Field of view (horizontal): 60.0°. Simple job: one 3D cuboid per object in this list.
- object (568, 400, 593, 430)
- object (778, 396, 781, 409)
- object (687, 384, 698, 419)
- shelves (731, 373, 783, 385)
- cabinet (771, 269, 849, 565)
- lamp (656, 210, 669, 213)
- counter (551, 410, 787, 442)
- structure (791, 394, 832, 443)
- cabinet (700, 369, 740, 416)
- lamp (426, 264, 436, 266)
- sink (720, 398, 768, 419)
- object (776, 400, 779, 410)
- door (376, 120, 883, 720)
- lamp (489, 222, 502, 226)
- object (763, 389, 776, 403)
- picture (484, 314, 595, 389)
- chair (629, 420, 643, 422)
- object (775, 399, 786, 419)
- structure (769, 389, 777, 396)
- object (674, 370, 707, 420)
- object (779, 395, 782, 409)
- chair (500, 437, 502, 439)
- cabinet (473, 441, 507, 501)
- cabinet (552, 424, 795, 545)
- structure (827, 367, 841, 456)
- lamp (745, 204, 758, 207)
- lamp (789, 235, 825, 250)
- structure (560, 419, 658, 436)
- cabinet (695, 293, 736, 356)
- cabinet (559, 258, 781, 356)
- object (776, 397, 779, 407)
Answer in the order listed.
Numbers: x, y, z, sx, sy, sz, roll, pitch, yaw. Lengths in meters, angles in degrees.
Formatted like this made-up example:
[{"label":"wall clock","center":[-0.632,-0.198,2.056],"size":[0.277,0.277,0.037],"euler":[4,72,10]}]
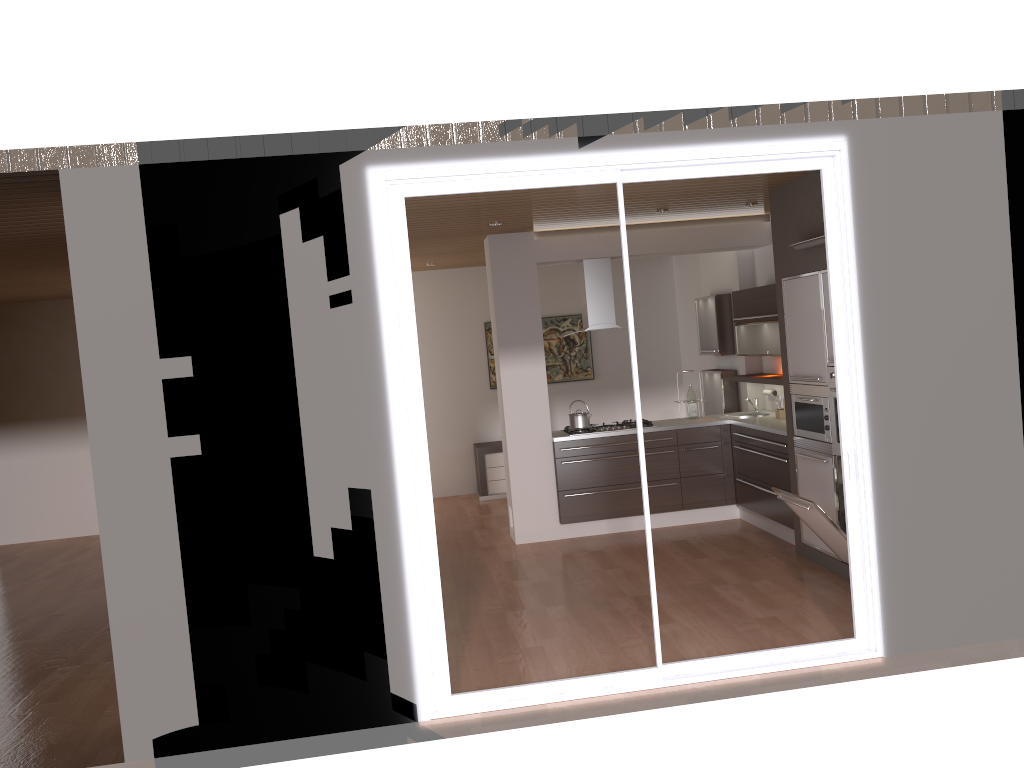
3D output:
[{"label":"object","center":[0.595,0.266,7.868],"size":[0.221,0.251,0.221],"euler":[-6,3,-14]},{"label":"object","center":[2.298,0.197,7.594],"size":[0.023,0.196,0.018],"euler":[-5,3,-5]},{"label":"object","center":[1.666,0.163,8.217],"size":[0.091,0.319,0.091],"euler":[-4,3,28]},{"label":"shelves","center":[2.355,-0.035,7.552],"size":[0.313,0.050,1.850],"euler":[-5,3,-7]},{"label":"cabinet","center":[2.226,0.225,5.605],"size":[1.047,1.948,1.796],"euler":[-5,3,-7]},{"label":"lamp","center":[1.206,-1.405,7.117],"size":[0.102,0.055,0.102],"euler":[-7,3,-35]},{"label":"counter","center":[1.465,0.396,7.459],"size":[2.150,0.036,1.850],"euler":[-5,3,-7]},{"label":"structure","center":[2.078,0.234,6.188],"size":[0.049,0.301,0.569],"euler":[-5,3,-7]},{"label":"cabinet","center":[2.098,0.159,8.988],"size":[0.194,0.600,0.598],"euler":[-5,3,-7]},{"label":"lamp","center":[-0.896,-1.337,9.784],"size":[0.102,0.055,0.102],"euler":[-6,3,-24]},{"label":"sink","center":[2.117,0.309,8.110],"size":[0.450,0.347,0.494],"euler":[-5,3,-1]},{"label":"object","center":[2.293,0.205,7.619],"size":[0.019,0.178,0.044],"euler":[-7,3,-32]},{"label":"door","center":[0.622,0.148,4.349],"size":[2.300,2.700,0.101],"euler":[-5,3,-7]},{"label":"lamp","center":[-0.129,-1.278,6.958],"size":[0.102,0.055,0.102],"euler":[-6,3,-24]},{"label":"object","center":[2.370,0.113,8.163],"size":[0.053,0.119,0.165],"euler":[-5,3,-7]},{"label":"picture","center":[0.334,-0.394,10.672],"size":[1.277,0.801,0.018],"euler":[-5,3,-7]},{"label":"chair","center":[1.128,0.823,9.009],"size":[0.608,0.847,0.491],"euler":[-7,3,-37]},{"label":"object","center":[2.333,0.206,7.640],"size":[0.100,0.170,0.173],"euler":[-5,3,5]},{"label":"structure","center":[2.393,0.077,8.150],"size":[0.087,0.049,0.237],"euler":[-5,3,-6]},{"label":"object","center":[1.658,0.097,8.267],"size":[0.291,0.453,0.210],"euler":[-5,3,-2]},{"label":"object","center":[2.311,0.195,7.612],"size":[0.018,0.196,0.022],"euler":[-5,3,-5]},{"label":"chair","center":[0.222,0.918,8.712],"size":[0.608,0.847,0.491],"euler":[-5,3,-2]},{"label":"cabinet","center":[0.436,0.939,10.452],"size":[1.740,0.608,0.540],"euler":[-5,3,-7]},{"label":"cabinet","center":[1.505,0.847,7.479],"size":[2.150,0.870,1.850],"euler":[-5,3,-7]},{"label":"structure","center":[2.130,0.188,5.592],"size":[0.066,0.583,0.582],"euler":[-5,3,-7]},{"label":"lamp","center":[1.942,-1.475,7.204],"size":[0.102,0.055,0.102],"euler":[-4,3,21]},{"label":"lamp","center":[1.982,-0.905,5.517],"size":[0.139,0.033,1.020],"euler":[-5,3,-7]},{"label":"structure","center":[0.866,0.384,8.022],"size":[0.797,0.047,0.494],"euler":[-5,3,-7]},{"label":"cabinet","center":[1.975,-0.581,8.929],"size":[0.172,0.600,0.619],"euler":[-6,3,-21]},{"label":"cabinet","center":[1.459,-0.686,7.475],"size":[2.058,1.032,1.399],"euler":[-5,3,-3]},{"label":"object","center":[2.279,0.195,7.594],"size":[0.042,0.192,0.040],"euler":[-3,3,40]}]
